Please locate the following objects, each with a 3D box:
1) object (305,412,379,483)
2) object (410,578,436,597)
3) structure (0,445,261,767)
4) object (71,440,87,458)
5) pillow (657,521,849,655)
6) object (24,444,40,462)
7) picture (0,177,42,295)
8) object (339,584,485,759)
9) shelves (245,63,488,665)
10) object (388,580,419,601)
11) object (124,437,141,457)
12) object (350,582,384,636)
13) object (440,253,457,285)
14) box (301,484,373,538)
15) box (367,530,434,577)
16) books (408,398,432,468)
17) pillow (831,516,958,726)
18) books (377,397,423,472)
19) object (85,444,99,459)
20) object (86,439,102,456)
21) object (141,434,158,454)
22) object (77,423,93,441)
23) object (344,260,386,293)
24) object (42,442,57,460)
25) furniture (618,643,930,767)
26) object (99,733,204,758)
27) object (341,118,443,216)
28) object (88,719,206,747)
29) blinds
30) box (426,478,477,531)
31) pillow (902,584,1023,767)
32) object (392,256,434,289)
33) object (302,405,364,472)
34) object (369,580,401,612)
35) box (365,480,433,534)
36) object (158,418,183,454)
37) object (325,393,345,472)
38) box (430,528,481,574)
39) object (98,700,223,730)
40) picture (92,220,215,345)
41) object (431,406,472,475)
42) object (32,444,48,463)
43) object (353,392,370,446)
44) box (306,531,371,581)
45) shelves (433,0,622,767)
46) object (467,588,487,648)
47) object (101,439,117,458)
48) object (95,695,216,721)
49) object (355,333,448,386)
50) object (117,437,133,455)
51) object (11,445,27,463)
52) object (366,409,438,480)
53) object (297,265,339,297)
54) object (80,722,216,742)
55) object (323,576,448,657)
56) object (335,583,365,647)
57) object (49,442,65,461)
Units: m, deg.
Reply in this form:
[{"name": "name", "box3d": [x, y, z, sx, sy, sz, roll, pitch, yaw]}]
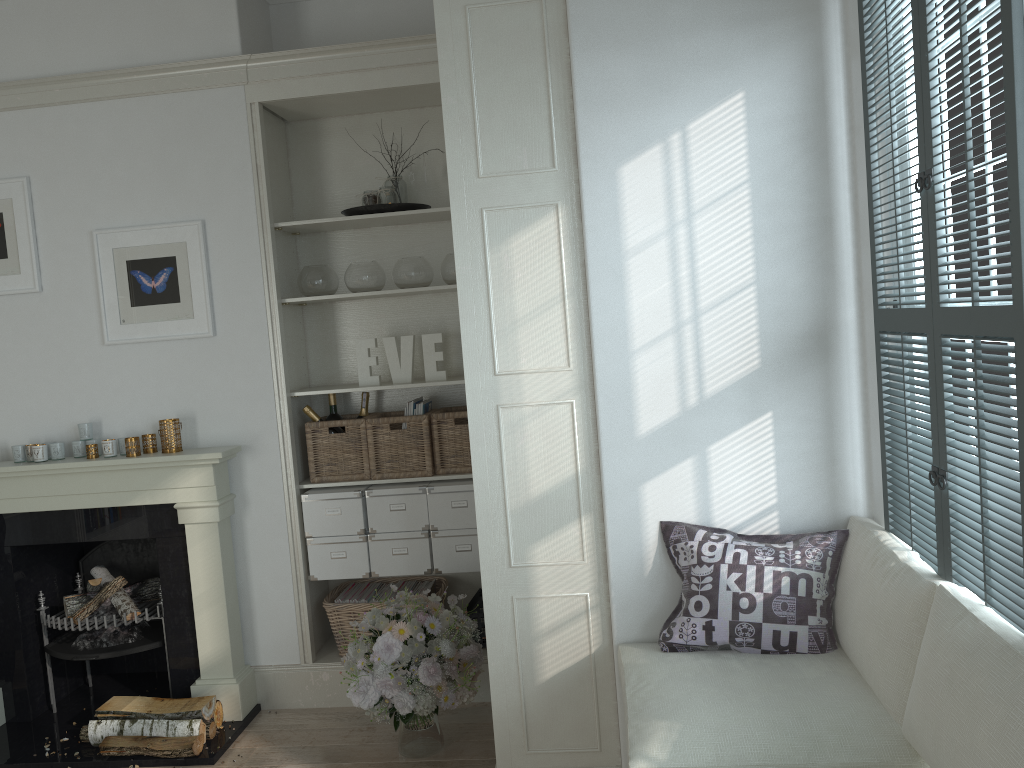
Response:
[{"name": "object", "box3d": [-0.753, 0.285, 4.028, 0.276, 0.270, 0.275, -4, 4, 6]}, {"name": "object", "box3d": [-0.401, 1.040, 4.026, 0.088, 0.238, 0.274, -4, 4, 5]}, {"name": "structure", "box3d": [-1.829, 0.905, 3.984, 1.432, 1.191, 1.026, -4, 4, 6]}, {"name": "object", "box3d": [-1.883, 0.283, 3.863, 0.060, 0.073, 0.060, -7, 4, -28]}, {"name": "pillow", "box3d": [0.697, 0.607, 2.567, 0.550, 0.398, 0.229, -3, 4, 18]}, {"name": "object", "box3d": [-2.077, 0.300, 3.843, 0.060, 0.073, 0.060, -7, 4, -28]}, {"name": "picture", "box3d": [-2.328, -0.633, 3.887, 0.494, 0.496, 0.024, -4, 4, 6]}, {"name": "object", "box3d": [-0.377, 1.101, 3.430, 0.544, 0.643, 0.570, -5, 4, -3]}, {"name": "shelves", "box3d": [-0.521, -0.057, 3.966, 0.992, 2.523, 0.399, -4, 4, 6]}, {"name": "object", "box3d": [-0.482, 1.045, 4.035, 0.088, 0.238, 0.274, -4, 4, 6]}, {"name": "object", "box3d": [-1.602, 0.266, 3.746, 0.060, 0.079, 0.060, -6, 4, -23]}, {"name": "object", "box3d": [-0.649, 1.057, 4.052, 0.088, 0.238, 0.274, -4, 4, 6]}, {"name": "object", "box3d": [-0.223, -0.503, 3.888, 0.185, 0.140, 0.185, -3, 4, 25]}, {"name": "box", "box3d": [-0.750, 0.546, 4.004, 0.270, 0.191, 0.400, -4, 4, 6]}, {"name": "box", "box3d": [-0.463, 0.715, 3.998, 0.270, 0.191, 0.400, -4, 4, 6]}, {"name": "books", "box3d": [-0.467, 0.232, 3.976, 0.205, 0.306, 0.221, -4, 4, 6]}, {"name": "pillow", "box3d": [0.976, 0.596, 2.318, 0.187, 0.360, 0.695, -4, 4, 6]}, {"name": "books", "box3d": [-0.508, 0.225, 3.979, 0.205, 0.306, 0.221, -4, 4, 6]}, {"name": "object", "box3d": [-1.796, 0.289, 3.792, 0.050, 0.058, 0.052, -1, 5, 42]}, {"name": "object", "box3d": [-1.817, 0.278, 3.858, 0.060, 0.073, 0.060, -7, 4, -28]}, {"name": "object", "box3d": [-1.562, 0.258, 3.823, 0.060, 0.079, 0.060, -6, 4, -27]}, {"name": "object", "box3d": [-1.854, 0.208, 3.857, 0.060, 0.073, 0.060, -7, 4, -28]}, {"name": "object", "box3d": [-0.651, -0.472, 3.932, 0.185, 0.140, 0.185, -3, 4, 25]}, {"name": "object", "box3d": [-2.022, 0.293, 3.881, 0.060, 0.073, 0.060, -7, 4, -28]}, {"name": "furniture", "box3d": [0.582, 1.073, 1.152, 0.837, 0.459, 3.150, -4, 4, 6]}, {"name": "object", "box3d": [-1.420, 1.429, 3.501, 0.389, 0.085, 0.109, -4, 4, 7]}, {"name": "object", "box3d": [-0.554, -0.979, 3.900, 0.399, 0.485, 0.457, -8, 5, -44]}, {"name": "object", "box3d": [-1.467, 1.405, 3.569, 0.483, 0.128, 0.084, -4, 4, 7]}, {"name": "blinds", "box3d": [0.911, -0.115, 1.013, 0.141, 2.238, 3.076, -4, 4, 6]}, {"name": "box", "box3d": [-0.205, 0.506, 3.949, 0.270, 0.191, 0.400, -4, 4, 6]}, {"name": "pillow", "box3d": [0.902, 0.648, 1.593, 0.193, 0.360, 0.787, -4, 4, 6]}, {"name": "object", "box3d": [-0.437, -0.487, 3.910, 0.185, 0.140, 0.185, -3, 4, 25]}, {"name": "object", "box3d": [-0.780, 0.245, 3.969, 0.284, 0.332, 0.095, -6, 4, -15]}, {"name": "object", "box3d": [-0.568, 1.052, 4.043, 0.088, 0.238, 0.274, -4, 4, 5]}, {"name": "box", "box3d": [-0.472, 0.525, 3.988, 0.270, 0.191, 0.400, -4, 4, 6]}, {"name": "object", "box3d": [-1.456, 0.221, 3.787, 0.087, 0.140, 0.090, -1, 5, 43]}, {"name": "object", "box3d": [-0.815, 0.212, 4.093, 0.095, 0.377, 0.095, -1, 5, 42]}, {"name": "box", "box3d": [-0.189, 0.695, 3.969, 0.270, 0.191, 0.400, -4, 4, 6]}, {"name": "object", "box3d": [-1.479, 1.399, 3.722, 0.516, 0.123, 0.118, -4, 4, 3]}, {"name": "picture", "box3d": [-1.548, -0.434, 3.827, 0.494, 0.496, 0.024, -4, 4, 6]}, {"name": "object", "box3d": [-0.196, 0.244, 3.982, 0.276, 0.270, 0.275, -4, 4, 6]}, {"name": "object", "box3d": [-2.024, 0.298, 3.806, 0.060, 0.073, 0.060, -7, 4, -28]}, {"name": "object", "box3d": [-0.700, 0.217, 4.083, 0.127, 0.361, 0.094, -4, 4, 5]}, {"name": "box", "box3d": [-0.730, 0.735, 4.017, 0.270, 0.191, 0.400, -4, 4, 6]}, {"name": "shelves", "box3d": [0.097, -0.055, 3.220, 0.399, 2.523, 0.972, -4, 4, 6]}, {"name": "object", "box3d": [-0.131, 1.041, 3.962, 0.135, 0.248, 0.135, -5, 4, -4]}, {"name": "object", "box3d": [-1.716, 0.275, 3.785, 0.060, 0.073, 0.060, -7, 4, -28]}, {"name": "object", "box3d": [-1.454, 1.343, 3.627, 0.459, 0.083, 0.150, -4, 4, 8]}, {"name": "object", "box3d": [-0.488, -0.107, 3.919, 0.393, 0.207, 0.039, -4, 4, 6]}, {"name": "object", "box3d": [-1.666, 0.269, 3.825, 0.060, 0.073, 0.060, -7, 4, -28]}, {"name": "object", "box3d": [-2.142, 0.304, 3.860, 0.060, 0.073, 0.060, -7, 4, -28]}, {"name": "object", "box3d": [-0.477, 0.266, 3.980, 0.276, 0.270, 0.275, -4, 4, 6]}, {"name": "object", "box3d": [-0.864, -0.456, 3.954, 0.185, 0.140, 0.185, -3, 4, 25]}, {"name": "object", "box3d": [-1.499, 1.429, 3.648, 0.561, 0.078, 0.078, -4, 4, 6]}, {"name": "object", "box3d": [-0.561, 1.063, 4.045, 0.554, 0.263, 0.408, -4, 4, 6]}, {"name": "object", "box3d": [-0.721, 1.062, 4.067, 0.088, 0.238, 0.274, -4, 4, 6]}, {"name": "object", "box3d": [-1.965, 0.292, 3.837, 0.060, 0.073, 0.060, -2, 4, 29]}]
